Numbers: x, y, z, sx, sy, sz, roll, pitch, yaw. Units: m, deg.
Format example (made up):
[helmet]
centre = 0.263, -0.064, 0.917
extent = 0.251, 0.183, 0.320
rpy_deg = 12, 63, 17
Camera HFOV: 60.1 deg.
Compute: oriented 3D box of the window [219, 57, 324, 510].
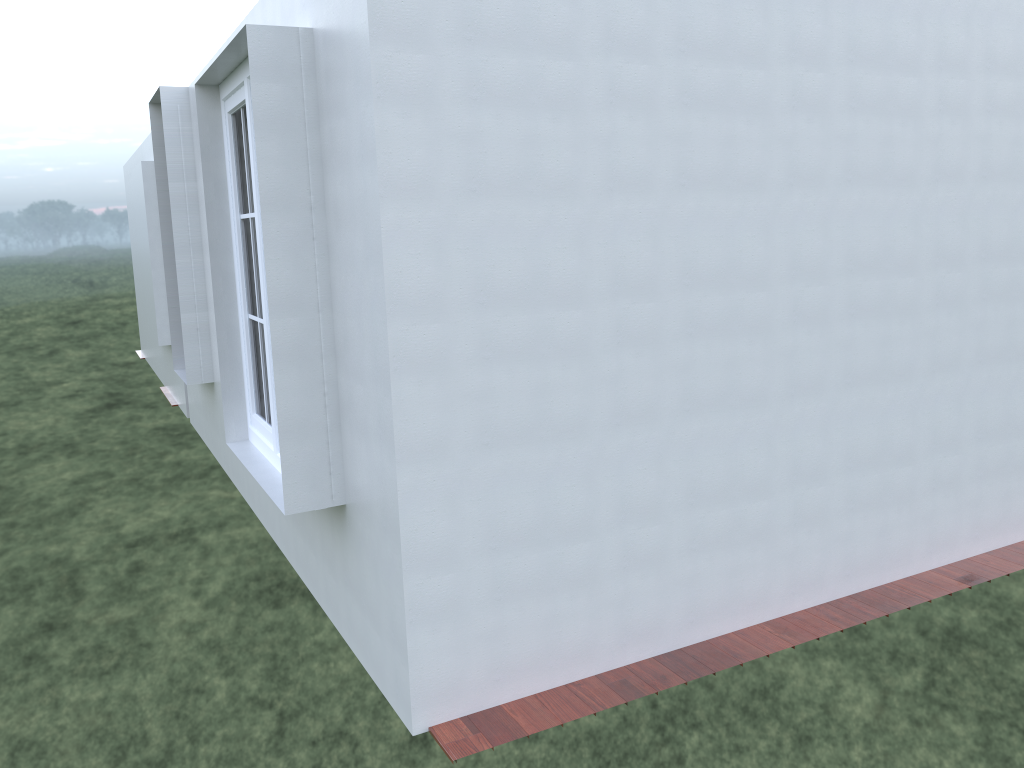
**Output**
[window]
centre = -1.167, -0.557, 4.337
extent = 0.127, 1.970, 1.535
rpy_deg = -6, 9, -26
